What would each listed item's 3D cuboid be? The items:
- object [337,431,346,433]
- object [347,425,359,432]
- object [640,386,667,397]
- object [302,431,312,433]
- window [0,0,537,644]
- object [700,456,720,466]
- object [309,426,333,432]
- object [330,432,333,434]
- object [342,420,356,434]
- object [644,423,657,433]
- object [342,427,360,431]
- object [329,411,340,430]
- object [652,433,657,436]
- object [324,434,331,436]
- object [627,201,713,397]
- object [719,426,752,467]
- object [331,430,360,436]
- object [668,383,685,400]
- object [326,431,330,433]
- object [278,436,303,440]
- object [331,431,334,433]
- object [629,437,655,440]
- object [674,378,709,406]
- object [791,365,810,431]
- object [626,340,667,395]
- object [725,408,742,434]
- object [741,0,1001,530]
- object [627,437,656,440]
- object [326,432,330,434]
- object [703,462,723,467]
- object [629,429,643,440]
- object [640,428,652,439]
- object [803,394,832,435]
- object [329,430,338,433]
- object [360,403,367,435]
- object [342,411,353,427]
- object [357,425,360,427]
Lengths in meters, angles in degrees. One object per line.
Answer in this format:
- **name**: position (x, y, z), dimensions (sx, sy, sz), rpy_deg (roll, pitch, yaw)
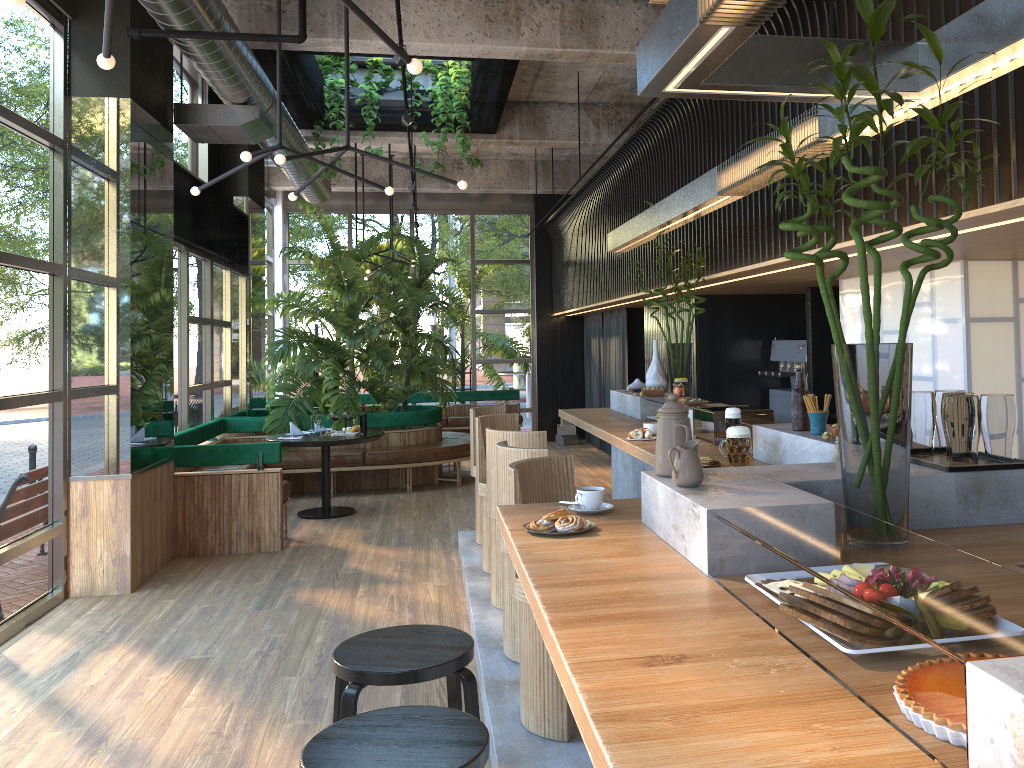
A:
- **object**: position (-1.634, 0.457, 8.528), dimensions (0.103, 0.013, 0.219), rpy_deg (-1, 3, -2)
- **object**: position (-1.530, 0.429, 8.546), dimensions (0.099, 0.064, 0.162), rpy_deg (-2, 2, -37)
- **object**: position (0.981, 0.051, 6.183), dimensions (0.191, 0.073, 0.229), rpy_deg (-1, 2, 12)
- **object**: position (-2.067, 0.473, 8.729), dimensions (0.243, 0.019, 0.165), rpy_deg (1, 3, 42)
- **window**: position (-0.815, -1.843, 4.382), dimensions (4.205, 6.493, 20.060), rpy_deg (-1, 2, -5)
- **object**: position (0.824, 0.329, 3.780), dimensions (0.093, 0.041, 0.147), rpy_deg (0, 2, 26)
- **object**: position (-1.903, 0.410, 8.836), dimensions (0.242, 0.139, 0.224), rpy_deg (-2, 2, -24)
- **object**: position (-1.726, 0.470, 8.499), dimensions (0.032, 0.031, 0.040), rpy_deg (-1, 1, 18)
- **object**: position (-1.550, 0.403, 8.453), dimensions (0.145, 0.124, 0.096), rpy_deg (-1, 0, -27)
- **object**: position (0.821, 0.253, 5.084), dimensions (0.138, 0.064, 0.107), rpy_deg (-2, 2, -29)
- **object**: position (-1.568, 0.438, 8.641), dimensions (0.194, 0.038, 0.063), rpy_deg (0, 2, 25)
- **object**: position (-1.754, 0.373, 8.783), dimensions (0.105, 0.201, 0.099), rpy_deg (-1, -1, -19)
- **object**: position (0.801, 0.282, 5.080), dimensions (0.164, 0.020, 0.157), rpy_deg (-2, 3, -11)
- **object**: position (-1.758, 0.482, 8.453), dimensions (0.063, 0.013, 0.145), rpy_deg (-2, 3, -12)
- **object**: position (1.184, -0.553, 6.465), dimensions (0.646, 1.550, 0.608), rpy_deg (-2, -1, 31)
- **object**: position (0.954, 0.262, 3.760), dimensions (0.113, 0.172, 0.134), rpy_deg (-1, 0, -14)
- **object**: position (-1.577, 0.471, 8.541), dimensions (0.239, 0.019, 0.354), rpy_deg (-1, 3, 3)
- **object**: position (1.076, 0.048, 5.832), dimensions (0.086, 0.107, 0.161), rpy_deg (-1, 1, 38)
- **object**: position (-1.800, 0.468, 8.668), dimensions (0.024, 0.025, 0.046), rpy_deg (-1, 2, 12)
- **object**: position (-2.031, 0.495, 8.229), dimensions (0.259, 0.019, 0.155), rpy_deg (-2, 3, -9)
- **object**: position (-1.733, 0.466, 8.589), dimensions (0.033, 0.032, 0.037), rpy_deg (-1, 1, -10)
- **object**: position (0.711, 0.298, 4.870), dimensions (0.117, 0.005, 0.125), rpy_deg (0, 3, 31)
- **object**: position (1.064, 0.046, 5.575), dimensions (0.212, 0.134, 0.799), rpy_deg (-1, 2, 1)
- **object**: position (1.211, 0.056, 3.726), dimensions (0.072, 0.277, 0.078), rpy_deg (-2, -2, 28)
- **object**: position (1.022, -0.122, 6.438), dimensions (0.304, 0.398, 0.331), rpy_deg (-1, 0, 41)
- **object**: position (0.994, 0.221, 3.987), dimensions (0.072, 0.232, 0.077), rpy_deg (-2, -2, 25)
- **object**: position (0.936, -0.361, 2.321), dimensions (0.679, 1.550, 0.580), rpy_deg (-1, -1, -3)
- **object**: position (0.712, 0.300, 4.874), dimensions (0.166, 0.005, 0.168), rpy_deg (-1, 3, 4)
- **object**: position (-1.772, 0.475, 8.553), dimensions (0.033, 0.019, 0.038), rpy_deg (-1, 2, 5)
- **object**: position (0.822, 0.343, 3.778), dimensions (0.157, 0.013, 0.143), rpy_deg (-3, 3, -37)
- **object**: position (0.675, 0.272, 4.857), dimensions (0.062, 0.059, 0.072), rpy_deg (-1, 1, -17)
- **object**: position (0.726, 0.270, 4.881), dimensions (0.073, 0.060, 0.125), rpy_deg (-2, 2, -38)
- **object**: position (1.223, 0.121, 3.559), dimensions (0.104, 0.162, 0.106), rpy_deg (-1, -1, 27)
- **object**: position (-1.744, 0.465, 8.651), dimensions (0.098, 0.028, 0.128), rpy_deg (-1, 2, 7)
- **object**: position (-1.413, 0.333, 8.439), dimensions (0.067, 0.299, 0.069), rpy_deg (-1, -2, 8)
- **object**: position (-1.620, 0.372, 8.766), dimensions (0.105, 0.201, 0.099), rpy_deg (-1, -1, -19)
- **object**: position (-1.520, 0.435, 8.747), dimensions (0.059, 0.072, 0.206), rpy_deg (-1, 2, -16)
